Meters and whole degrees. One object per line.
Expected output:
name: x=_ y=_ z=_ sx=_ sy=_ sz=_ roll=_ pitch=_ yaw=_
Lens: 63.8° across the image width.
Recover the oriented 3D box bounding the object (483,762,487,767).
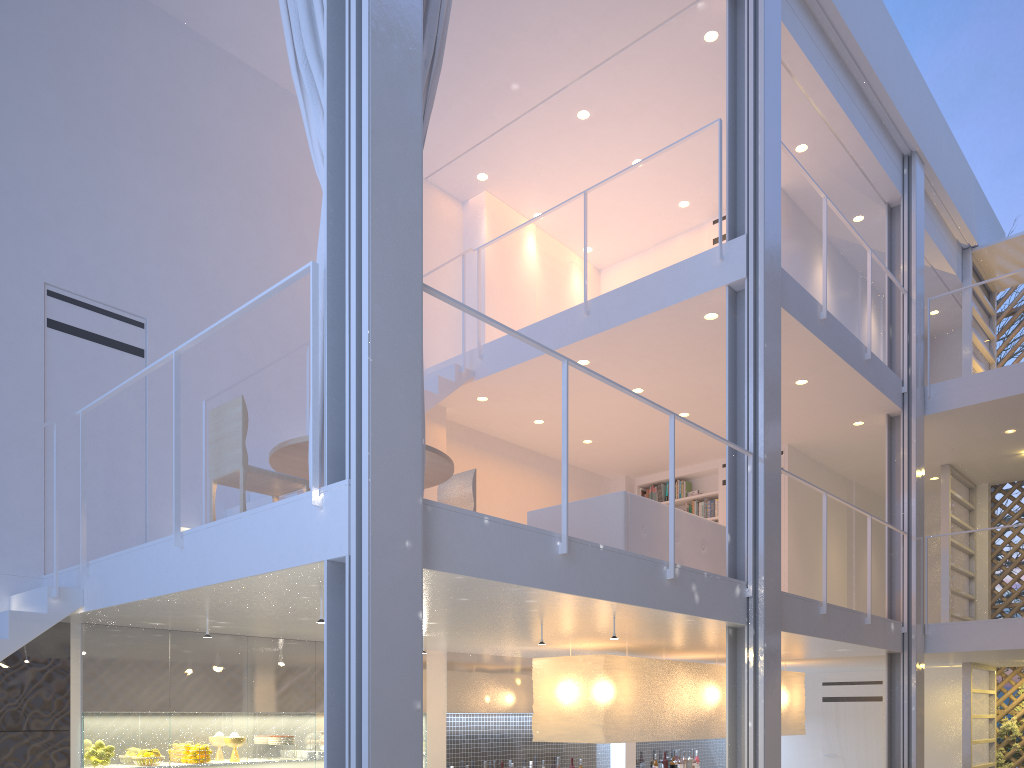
object: x=-0.817 y=1.940 z=4.029 sx=0.047 sy=0.276 sz=2.087 roll=-1 pitch=-17 yaw=43

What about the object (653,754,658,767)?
object: x=1.064 y=2.831 z=6.102 sx=0.042 sy=0.173 sz=0.042 roll=0 pitch=-1 yaw=13

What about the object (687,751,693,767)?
object: x=1.390 y=2.965 z=6.443 sx=0.046 sy=0.178 sz=0.046 roll=-1 pitch=-2 yaw=42

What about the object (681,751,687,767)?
object: x=1.341 y=2.952 z=6.412 sx=0.046 sy=0.178 sz=0.046 roll=0 pitch=-2 yaw=-1

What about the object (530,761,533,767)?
object: x=0.118 y=2.408 z=5.061 sx=0.044 sy=0.177 sz=0.044 roll=-1 pitch=-2 yaw=43

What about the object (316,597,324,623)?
object: x=-0.557 y=0.660 z=2.405 sx=0.029 sy=0.075 sz=0.029 roll=2 pitch=-4 yaw=-36

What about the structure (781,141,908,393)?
structure: x=1.580 y=-0.479 z=3.878 sx=0.028 sy=0.525 sz=1.781 roll=0 pitch=-15 yaw=42

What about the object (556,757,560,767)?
object: x=0.295 y=2.475 z=5.243 sx=0.046 sy=0.193 sz=0.048 roll=-1 pitch=-2 yaw=44

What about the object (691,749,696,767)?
object: x=1.426 y=2.977 z=6.495 sx=0.046 sy=0.193 sz=0.048 roll=0 pitch=-1 yaw=-6

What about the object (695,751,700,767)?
object: x=1.470 y=3.003 z=6.541 sx=0.044 sy=0.177 sz=0.044 roll=1 pitch=-2 yaw=-35

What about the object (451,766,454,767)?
object: x=-0.353 y=1.427 z=3.404 sx=1.725 sy=0.765 sz=1.932 roll=-15 pitch=-24 yaw=37

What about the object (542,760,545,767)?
object: x=0.197 y=2.449 z=5.159 sx=0.046 sy=0.178 sz=0.046 roll=0 pitch=-2 yaw=-1

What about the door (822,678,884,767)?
door: x=0.523 y=2.312 z=5.013 sx=5.687 sy=1.135 sz=0.488 roll=15 pitch=-12 yaw=-35

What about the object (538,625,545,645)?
object: x=0.114 y=0.957 z=3.143 sx=0.029 sy=0.075 sz=0.029 roll=2 pitch=-4 yaw=-36

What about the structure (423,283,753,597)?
structure: x=0.334 y=0.286 z=2.506 sx=0.028 sy=0.525 sz=1.778 roll=0 pitch=-15 yaw=42

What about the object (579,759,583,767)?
object: x=0.452 y=2.557 z=5.422 sx=0.042 sy=0.173 sz=0.042 roll=0 pitch=-1 yaw=13

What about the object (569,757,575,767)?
object: x=0.393 y=2.534 z=5.381 sx=0.044 sy=0.184 sz=0.047 roll=-1 pitch=-2 yaw=33

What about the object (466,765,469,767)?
object: x=-0.882 y=1.927 z=3.998 sx=0.046 sy=0.276 sz=1.956 roll=-1 pitch=-16 yaw=43

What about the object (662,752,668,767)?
object: x=1.147 y=2.852 z=6.170 sx=0.044 sy=0.184 sz=0.047 roll=-1 pitch=-2 yaw=33

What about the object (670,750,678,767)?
object: x=1.236 y=2.896 z=6.292 sx=0.046 sy=0.194 sz=0.047 roll=-1 pitch=-2 yaw=42

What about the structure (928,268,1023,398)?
structure: x=2.736 y=-0.351 z=4.188 sx=1.180 sy=0.531 sz=0.028 roll=-17 pitch=-11 yaw=41

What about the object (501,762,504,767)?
object: x=-0.776 y=1.975 z=4.117 sx=0.067 sy=0.275 sz=2.244 roll=-1 pitch=-17 yaw=42

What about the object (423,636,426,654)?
object: x=-0.388 y=1.140 z=3.599 sx=0.029 sy=0.075 sz=0.029 roll=2 pitch=-4 yaw=-36

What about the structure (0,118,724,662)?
structure: x=-1.052 y=0.259 z=2.426 sx=1.758 sy=3.135 sz=3.808 roll=-5 pitch=-13 yaw=42

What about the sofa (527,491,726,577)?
sofa: x=0.575 y=0.793 z=3.662 sx=0.515 sy=0.345 sz=1.030 roll=-13 pitch=-23 yaw=40

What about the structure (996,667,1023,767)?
structure: x=3.882 y=2.226 z=5.706 sx=1.165 sy=1.898 sz=0.297 roll=-6 pitch=-4 yaw=42

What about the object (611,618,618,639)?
object: x=0.363 y=0.866 z=2.918 sx=0.029 sy=0.075 sz=0.029 roll=2 pitch=-4 yaw=-36

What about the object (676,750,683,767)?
object: x=1.292 y=2.924 z=6.359 sx=0.046 sy=0.193 sz=0.048 roll=-1 pitch=-2 yaw=44

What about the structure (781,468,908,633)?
structure: x=1.580 y=0.837 z=3.878 sx=0.028 sy=0.525 sz=1.781 roll=0 pitch=-15 yaw=42

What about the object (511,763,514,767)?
object: x=-0.810 y=1.945 z=4.046 sx=0.058 sy=0.280 sz=2.540 roll=-1 pitch=-17 yaw=43

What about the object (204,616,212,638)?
object: x=-1.058 y=0.843 z=2.860 sx=0.029 sy=0.075 sz=0.029 roll=2 pitch=-4 yaw=-36

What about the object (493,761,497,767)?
object: x=-0.785 y=1.954 z=4.064 sx=0.107 sy=0.276 sz=2.164 roll=-3 pitch=-18 yaw=44

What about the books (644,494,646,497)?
books: x=0.967 y=0.837 z=5.859 sx=0.021 sy=0.094 sz=0.065 roll=-1 pitch=-6 yaw=42

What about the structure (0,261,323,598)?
structure: x=-1.415 y=0.563 z=1.755 sx=1.398 sy=1.692 sz=1.495 roll=-8 pitch=-13 yaw=42

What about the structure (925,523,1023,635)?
structure: x=2.224 y=1.342 z=3.457 sx=1.201 sy=1.852 sz=2.052 roll=-5 pitch=-13 yaw=35
